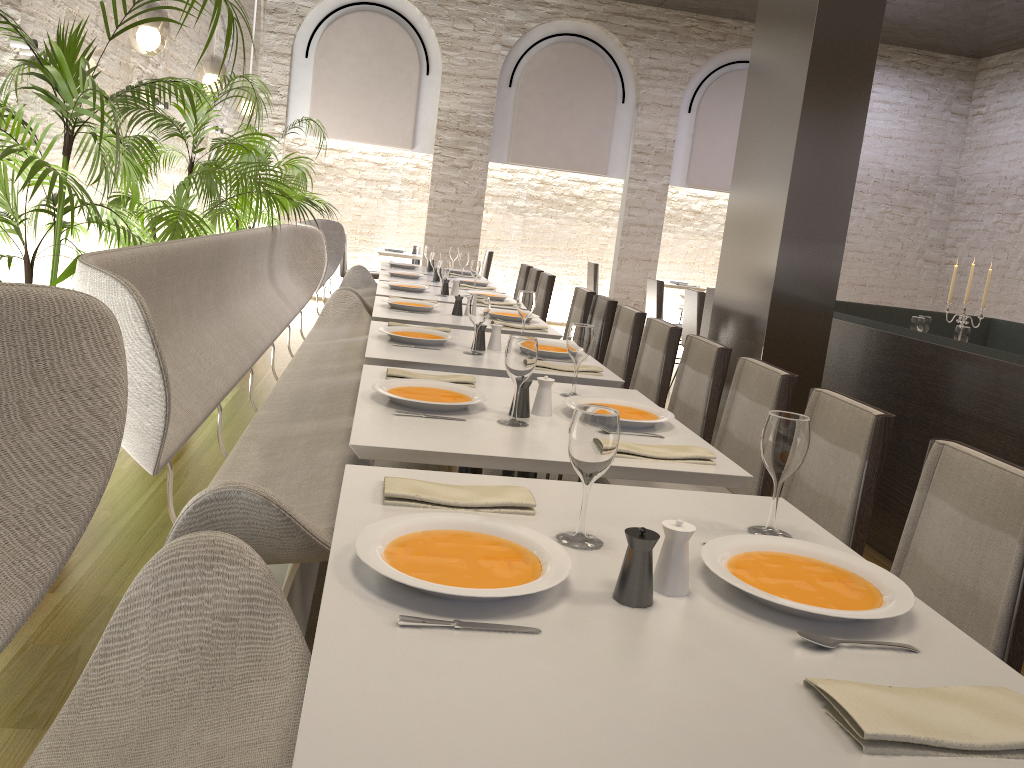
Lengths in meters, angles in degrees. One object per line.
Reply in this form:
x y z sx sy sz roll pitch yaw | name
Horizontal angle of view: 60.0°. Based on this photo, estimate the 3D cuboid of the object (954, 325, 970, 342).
2.658 -0.228 5.259 0.086 0.229 0.087 11 9 27 | object

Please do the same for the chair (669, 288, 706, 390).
1.720 -0.325 7.531 0.565 0.900 0.414 6 8 -9 | chair

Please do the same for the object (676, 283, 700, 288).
2.188 -1.225 11.021 0.272 0.033 0.143 5 10 -9 | object

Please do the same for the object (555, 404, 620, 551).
0.128 0.154 1.485 0.087 0.229 0.086 12 10 33 | object

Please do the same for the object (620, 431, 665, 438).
0.320 0.128 2.352 0.181 0.015 0.038 6 10 -7 | object

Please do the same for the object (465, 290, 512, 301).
-0.160 -0.585 5.911 0.322 0.036 0.322 12 12 28 | object

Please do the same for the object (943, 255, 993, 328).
2.788 -0.466 5.454 0.131 0.653 0.392 7 9 2 | object

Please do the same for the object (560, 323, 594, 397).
0.206 -0.074 2.789 0.086 0.229 0.086 7 8 -3 | object

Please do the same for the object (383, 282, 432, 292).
-0.689 -0.634 5.832 0.322 0.036 0.322 12 12 28 | object

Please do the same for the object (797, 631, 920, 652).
0.476 0.354 1.213 0.181 0.015 0.038 6 10 -7 | object

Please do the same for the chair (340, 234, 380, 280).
-1.857 -1.353 10.812 0.565 0.900 0.414 6 8 -9 | chair

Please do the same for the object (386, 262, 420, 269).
-0.989 -1.070 8.029 0.322 0.036 0.322 12 12 28 | object

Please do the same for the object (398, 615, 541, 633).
-0.053 0.307 1.134 0.185 0.010 0.017 5 10 -9 | object

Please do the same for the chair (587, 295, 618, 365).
0.268 -0.093 5.296 0.565 0.900 0.414 6 8 -9 | chair

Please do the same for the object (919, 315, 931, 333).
2.737 -0.338 5.913 0.086 0.229 0.086 0 11 -38 | object

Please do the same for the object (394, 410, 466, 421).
-0.209 0.081 2.274 0.185 0.010 0.017 5 10 -9 | object

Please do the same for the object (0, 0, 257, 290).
-1.532 -0.422 2.984 1.148 1.963 1.192 10 9 22 | object

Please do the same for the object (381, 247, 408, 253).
-1.439 -1.634 10.830 0.323 0.036 0.322 12 11 26 | object

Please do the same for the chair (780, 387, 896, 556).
0.652 0.465 2.481 0.565 0.900 0.414 6 8 -9 | chair

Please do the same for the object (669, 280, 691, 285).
2.142 -1.302 11.372 0.323 0.036 0.322 12 11 26 | object

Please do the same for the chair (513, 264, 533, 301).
-0.147 -0.697 8.337 0.565 0.900 0.414 6 8 -9 | chair

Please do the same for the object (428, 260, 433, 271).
-0.735 -1.073 7.993 0.059 0.109 0.059 11 9 26 | object

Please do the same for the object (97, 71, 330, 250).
-1.803 -0.812 4.952 1.193 1.963 1.147 12 10 31 | object

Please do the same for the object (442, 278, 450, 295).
-0.435 -0.637 5.797 0.059 0.109 0.059 11 9 26 | object

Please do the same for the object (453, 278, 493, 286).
-0.308 -0.799 6.991 0.322 0.036 0.322 12 12 28 | object

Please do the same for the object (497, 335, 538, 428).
0.016 -0.009 2.306 0.086 0.229 0.086 14 11 39 | object

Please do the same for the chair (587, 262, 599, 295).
1.209 -1.069 11.278 0.565 0.900 0.414 6 8 -9 | chair

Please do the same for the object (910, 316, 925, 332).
2.597 -0.316 5.704 0.086 0.229 0.087 11 9 27 | object

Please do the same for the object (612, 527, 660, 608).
0.182 0.259 1.278 0.059 0.109 0.060 7 8 0 | object

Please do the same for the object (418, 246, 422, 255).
-1.122 -1.639 10.850 0.059 0.109 0.060 6 9 -7 | object

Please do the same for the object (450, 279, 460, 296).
-0.372 -0.640 5.852 0.059 0.109 0.059 11 9 26 | object

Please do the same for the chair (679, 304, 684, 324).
2.499 -0.949 11.474 0.565 0.900 0.414 6 8 -9 | chair

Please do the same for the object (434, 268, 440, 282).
-0.582 -0.852 6.877 0.059 0.109 0.059 11 9 26 | object

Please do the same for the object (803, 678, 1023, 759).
0.503 0.388 1.041 0.272 0.033 0.143 5 10 -9 | object

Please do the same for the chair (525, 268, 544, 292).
-0.070 -0.584 7.771 0.565 0.900 0.414 6 8 -9 | chair

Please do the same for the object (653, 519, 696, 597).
0.245 0.257 1.334 0.059 0.109 0.060 7 8 0 | object

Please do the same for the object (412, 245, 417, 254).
-1.185 -1.637 10.794 0.059 0.109 0.060 6 9 -7 | object

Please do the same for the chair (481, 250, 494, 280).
-0.566 -1.233 11.008 0.565 0.900 0.414 6 8 -9 | chair

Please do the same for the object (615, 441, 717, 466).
0.347 0.162 2.180 0.272 0.033 0.143 5 10 -9 | object

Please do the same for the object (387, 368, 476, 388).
-0.257 -0.022 2.791 0.272 0.033 0.143 5 10 -9 | object

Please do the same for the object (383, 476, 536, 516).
-0.101 0.204 1.652 0.272 0.033 0.143 5 10 -9 | object

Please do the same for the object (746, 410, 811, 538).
0.496 0.169 1.645 0.087 0.229 0.086 12 10 33 | object

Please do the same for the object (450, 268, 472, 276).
-0.460 -1.021 8.107 0.322 0.036 0.322 12 12 28 | object

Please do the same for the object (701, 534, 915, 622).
0.457 0.311 1.392 0.323 0.036 0.322 12 11 26 | object

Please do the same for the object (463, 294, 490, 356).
-0.136 -0.229 3.419 0.087 0.229 0.086 12 10 33 | object

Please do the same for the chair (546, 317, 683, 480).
0.422 0.132 4.162 0.565 0.900 0.414 6 8 -9 | chair

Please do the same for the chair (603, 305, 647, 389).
0.346 0.021 4.719 0.565 0.900 0.414 6 8 -9 | chair

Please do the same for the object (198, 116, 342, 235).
-2.116 -1.289 7.367 1.144 1.963 1.196 2 10 -28 | object

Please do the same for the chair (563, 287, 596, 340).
0.193 -0.202 5.842 0.565 0.900 0.414 6 8 -9 | chair

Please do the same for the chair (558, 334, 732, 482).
0.502 0.247 3.583 0.565 0.900 0.414 6 8 -9 | chair

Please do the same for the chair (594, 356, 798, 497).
0.577 0.356 3.031 0.565 0.900 0.414 6 8 -9 | chair

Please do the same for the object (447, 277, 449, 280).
-0.519 -0.854 6.932 0.059 0.109 0.059 11 9 26 | object

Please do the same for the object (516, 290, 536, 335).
0.054 -0.294 3.901 0.087 0.229 0.086 12 10 33 | object

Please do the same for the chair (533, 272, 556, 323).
0.005 -0.475 7.222 0.565 0.900 0.414 6 8 -9 | chair

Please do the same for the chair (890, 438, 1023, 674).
0.731 0.581 1.900 0.565 0.900 0.414 6 8 -9 | chair

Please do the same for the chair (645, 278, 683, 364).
1.568 -0.546 8.643 0.565 0.900 0.414 6 8 -9 | chair

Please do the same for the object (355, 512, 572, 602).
-0.072 0.262 1.314 0.323 0.036 0.322 12 11 26 | object

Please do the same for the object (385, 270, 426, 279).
-0.837 -0.849 6.913 0.322 0.036 0.322 12 12 28 | object

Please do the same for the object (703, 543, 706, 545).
0.427 0.287 1.567 0.185 0.010 0.017 5 10 -9 | object
